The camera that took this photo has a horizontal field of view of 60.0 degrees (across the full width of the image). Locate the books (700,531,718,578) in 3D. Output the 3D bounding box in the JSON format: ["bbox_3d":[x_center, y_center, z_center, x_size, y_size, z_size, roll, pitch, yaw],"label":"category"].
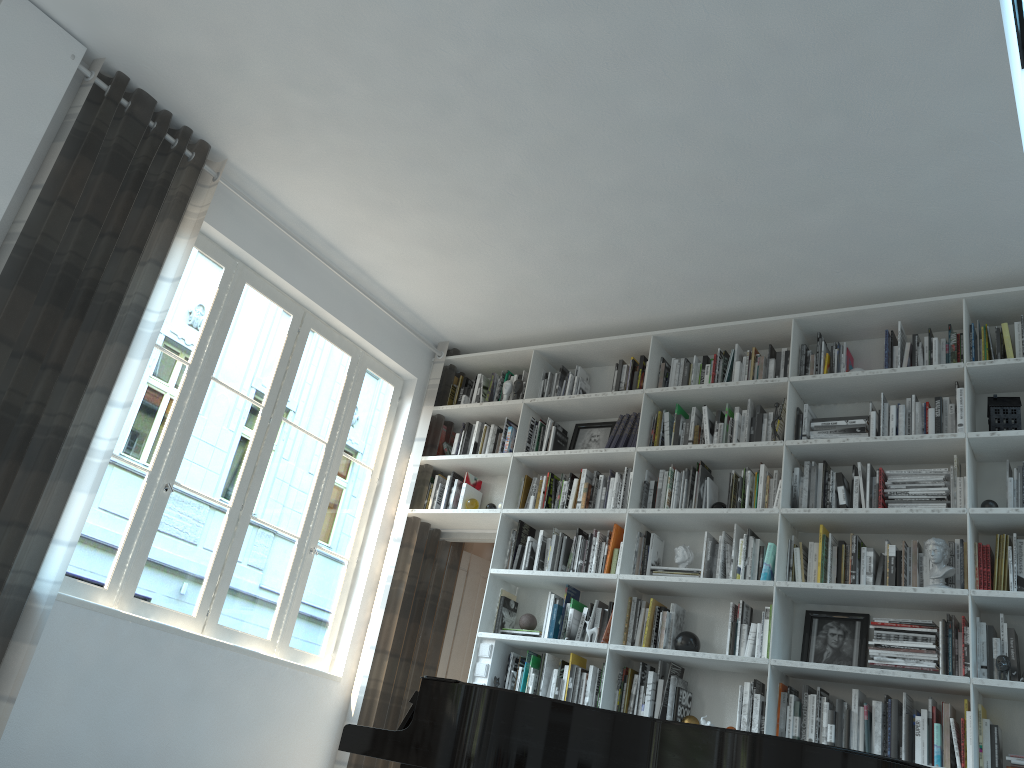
[{"bbox_3d":[1.046,0.945,4.708,0.012,0.284,0.160,-5,-29,33],"label":"books"}]

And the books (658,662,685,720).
[{"bbox_3d":[0.804,1.591,4.498,0.050,0.326,0.167,-5,-29,33],"label":"books"}]

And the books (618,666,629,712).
[{"bbox_3d":[0.601,1.633,4.627,0.013,0.282,0.147,-5,-29,33],"label":"books"}]

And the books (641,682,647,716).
[{"bbox_3d":[0.709,1.651,4.534,0.021,0.214,0.172,-5,-29,33],"label":"books"}]

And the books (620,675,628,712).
[{"bbox_3d":[0.614,1.650,4.604,0.030,0.238,0.157,-5,-29,33],"label":"books"}]

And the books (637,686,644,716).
[{"bbox_3d":[0.690,1.663,4.546,0.024,0.195,0.157,-5,-29,33],"label":"books"}]

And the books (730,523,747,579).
[{"bbox_3d":[1.183,0.914,4.633,0.010,0.328,0.174,-5,-29,33],"label":"books"}]

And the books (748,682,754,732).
[{"bbox_3d":[1.169,1.587,4.261,0.010,0.276,0.156,-5,-29,33],"label":"books"}]

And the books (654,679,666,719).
[{"bbox_3d":[0.772,1.641,4.514,0.029,0.240,0.136,-5,-29,33],"label":"books"}]

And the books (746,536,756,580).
[{"bbox_3d":[1.251,0.936,4.565,0.023,0.258,0.171,-5,-29,33],"label":"books"}]

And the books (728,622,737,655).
[{"bbox_3d":[1.127,1.304,4.441,0.025,0.185,0.154,-5,-29,33],"label":"books"}]

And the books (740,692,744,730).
[{"bbox_3d":[1.133,1.615,4.275,0.015,0.224,0.148,-5,-29,33],"label":"books"}]

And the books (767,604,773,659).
[{"bbox_3d":[1.290,1.243,4.347,0.011,0.277,0.188,-5,-29,33],"label":"books"}]

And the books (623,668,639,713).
[{"bbox_3d":[0.630,1.630,4.593,0.012,0.271,0.182,-5,-29,33],"label":"books"}]

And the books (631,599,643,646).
[{"bbox_3d":[0.696,1.310,4.759,0.026,0.274,0.155,-5,-29,33],"label":"books"}]

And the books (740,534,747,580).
[{"bbox_3d":[1.223,0.931,4.575,0.012,0.264,0.193,-5,-29,33],"label":"books"}]

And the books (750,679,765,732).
[{"bbox_3d":[1.178,1.578,4.254,0.014,0.289,0.132,-5,-29,33],"label":"books"}]

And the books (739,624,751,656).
[{"bbox_3d":[1.177,1.308,4.423,0.030,0.182,0.155,-5,-29,33],"label":"books"}]

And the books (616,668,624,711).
[{"bbox_3d":[0.595,1.642,4.640,0.013,0.274,0.147,-5,-29,33],"label":"books"}]

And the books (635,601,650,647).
[{"bbox_3d":[0.717,1.310,4.735,0.036,0.262,0.167,-5,-29,33],"label":"books"}]

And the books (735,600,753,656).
[{"bbox_3d":[1.167,1.255,4.453,0.012,0.297,0.166,-5,-29,33],"label":"books"}]

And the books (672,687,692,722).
[{"bbox_3d":[0.853,1.644,4.450,0.023,0.211,0.160,-5,-29,33],"label":"books"}]

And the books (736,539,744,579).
[{"bbox_3d":[1.210,0.946,4.589,0.028,0.246,0.170,-5,-29,33],"label":"books"}]

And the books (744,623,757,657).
[{"bbox_3d":[1.206,1.295,4.389,0.057,0.188,0.156,-5,-29,33],"label":"books"}]

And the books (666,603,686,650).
[{"bbox_3d":[0.859,1.300,4.652,0.028,0.264,0.145,-5,-29,33],"label":"books"}]

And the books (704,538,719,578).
[{"bbox_3d":[1.066,0.957,4.679,0.030,0.246,0.175,-5,-29,33],"label":"books"}]

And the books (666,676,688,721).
[{"bbox_3d":[0.829,1.618,4.462,0.027,0.260,0.164,-5,-29,33],"label":"books"}]

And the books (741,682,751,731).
[{"bbox_3d":[1.145,1.586,4.259,0.027,0.268,0.159,-5,-29,33],"label":"books"}]

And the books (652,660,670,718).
[{"bbox_3d":[0.768,1.602,4.551,0.013,0.337,0.138,-5,-29,33],"label":"books"}]

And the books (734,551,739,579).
[{"bbox_3d":[1.193,0.982,4.606,0.025,0.188,0.140,-5,-29,33],"label":"books"}]

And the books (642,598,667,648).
[{"bbox_3d":[0.756,1.293,4.693,0.026,0.273,0.191,-5,-29,33],"label":"books"}]

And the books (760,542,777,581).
[{"bbox_3d":[1.321,0.942,4.507,0.060,0.226,0.179,-5,-29,33],"label":"books"}]

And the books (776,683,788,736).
[{"bbox_3d":[1.283,1.573,4.188,0.012,0.284,0.160,-5,-29,33],"label":"books"}]

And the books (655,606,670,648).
[{"bbox_3d":[0.807,1.318,4.692,0.028,0.246,0.143,-5,-29,33],"label":"books"}]

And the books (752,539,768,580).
[{"bbox_3d":[1.280,0.944,4.566,0.022,0.255,0.152,-5,-29,33],"label":"books"}]

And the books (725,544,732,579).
[{"bbox_3d":[1.154,0.967,4.635,0.048,0.224,0.150,-5,-29,33],"label":"books"}]

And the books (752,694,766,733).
[{"bbox_3d":[1.184,1.604,4.222,0.029,0.220,0.153,-5,-29,33],"label":"books"}]

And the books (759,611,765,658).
[{"bbox_3d":[1.256,1.263,4.364,0.012,0.243,0.171,-5,-29,33],"label":"books"}]

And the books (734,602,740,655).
[{"bbox_3d":[1.158,1.260,4.460,0.011,0.290,0.156,-5,-29,33],"label":"books"}]

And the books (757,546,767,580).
[{"bbox_3d":[1.297,0.959,4.546,0.026,0.218,0.150,-5,-29,33],"label":"books"}]

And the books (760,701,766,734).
[{"bbox_3d":[1.217,1.622,4.215,0.031,0.194,0.142,-5,-29,33],"label":"books"}]

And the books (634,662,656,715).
[{"bbox_3d":[0.683,1.610,4.576,0.014,0.312,0.167,-5,-29,33],"label":"books"}]

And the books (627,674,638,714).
[{"bbox_3d":[0.654,1.642,4.580,0.042,0.247,0.163,-5,-29,33],"label":"books"}]

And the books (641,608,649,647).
[{"bbox_3d":[0.741,1.325,4.713,0.025,0.227,0.153,-5,-29,33],"label":"books"}]

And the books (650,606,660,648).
[{"bbox_3d":[0.781,1.314,4.691,0.014,0.242,0.153,-5,-29,33],"label":"books"}]

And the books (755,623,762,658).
[{"bbox_3d":[1.241,1.294,4.371,0.024,0.187,0.173,-5,-29,33],"label":"books"}]

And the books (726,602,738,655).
[{"bbox_3d":[1.123,1.263,4.474,0.012,0.284,0.160,-5,-29,33],"label":"books"}]

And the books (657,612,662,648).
[{"bbox_3d":[0.809,1.325,4.659,0.011,0.207,0.181,-5,-29,33],"label":"books"}]

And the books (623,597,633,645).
[{"bbox_3d":[0.653,1.312,4.795,0.012,0.284,0.160,-5,-29,33],"label":"books"}]

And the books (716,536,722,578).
[{"bbox_3d":[1.116,0.950,4.666,0.022,0.266,0.152,-5,-29,33],"label":"books"}]

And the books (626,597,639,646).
[{"bbox_3d":[0.674,1.306,4.772,0.025,0.283,0.146,-5,-29,33],"label":"books"}]

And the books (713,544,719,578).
[{"bbox_3d":[1.101,0.976,4.682,0.024,0.226,0.138,-5,-29,33],"label":"books"}]

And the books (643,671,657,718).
[{"bbox_3d":[0.732,1.624,4.529,0.027,0.268,0.186,-5,-29,33],"label":"books"}]

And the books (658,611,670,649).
[{"bbox_3d":[0.824,1.318,4.647,0.028,0.215,0.176,-5,-29,33],"label":"books"}]

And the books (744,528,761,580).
[{"bbox_3d":[1.240,0.918,4.581,0.011,0.299,0.179,-5,-29,33],"label":"books"}]

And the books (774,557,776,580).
[{"bbox_3d":[1.363,0.967,4.487,0.027,0.180,0.142,-5,-29,33],"label":"books"}]

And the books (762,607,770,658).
[{"bbox_3d":[1.278,1.253,4.363,0.027,0.268,0.179,-5,-29,33],"label":"books"}]

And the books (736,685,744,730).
[{"bbox_3d":[1.121,1.600,4.283,0.012,0.253,0.161,-5,-29,33],"label":"books"}]

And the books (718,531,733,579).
[{"bbox_3d":[1.126,0.935,4.651,0.012,0.284,0.168,-5,-29,33],"label":"books"}]
